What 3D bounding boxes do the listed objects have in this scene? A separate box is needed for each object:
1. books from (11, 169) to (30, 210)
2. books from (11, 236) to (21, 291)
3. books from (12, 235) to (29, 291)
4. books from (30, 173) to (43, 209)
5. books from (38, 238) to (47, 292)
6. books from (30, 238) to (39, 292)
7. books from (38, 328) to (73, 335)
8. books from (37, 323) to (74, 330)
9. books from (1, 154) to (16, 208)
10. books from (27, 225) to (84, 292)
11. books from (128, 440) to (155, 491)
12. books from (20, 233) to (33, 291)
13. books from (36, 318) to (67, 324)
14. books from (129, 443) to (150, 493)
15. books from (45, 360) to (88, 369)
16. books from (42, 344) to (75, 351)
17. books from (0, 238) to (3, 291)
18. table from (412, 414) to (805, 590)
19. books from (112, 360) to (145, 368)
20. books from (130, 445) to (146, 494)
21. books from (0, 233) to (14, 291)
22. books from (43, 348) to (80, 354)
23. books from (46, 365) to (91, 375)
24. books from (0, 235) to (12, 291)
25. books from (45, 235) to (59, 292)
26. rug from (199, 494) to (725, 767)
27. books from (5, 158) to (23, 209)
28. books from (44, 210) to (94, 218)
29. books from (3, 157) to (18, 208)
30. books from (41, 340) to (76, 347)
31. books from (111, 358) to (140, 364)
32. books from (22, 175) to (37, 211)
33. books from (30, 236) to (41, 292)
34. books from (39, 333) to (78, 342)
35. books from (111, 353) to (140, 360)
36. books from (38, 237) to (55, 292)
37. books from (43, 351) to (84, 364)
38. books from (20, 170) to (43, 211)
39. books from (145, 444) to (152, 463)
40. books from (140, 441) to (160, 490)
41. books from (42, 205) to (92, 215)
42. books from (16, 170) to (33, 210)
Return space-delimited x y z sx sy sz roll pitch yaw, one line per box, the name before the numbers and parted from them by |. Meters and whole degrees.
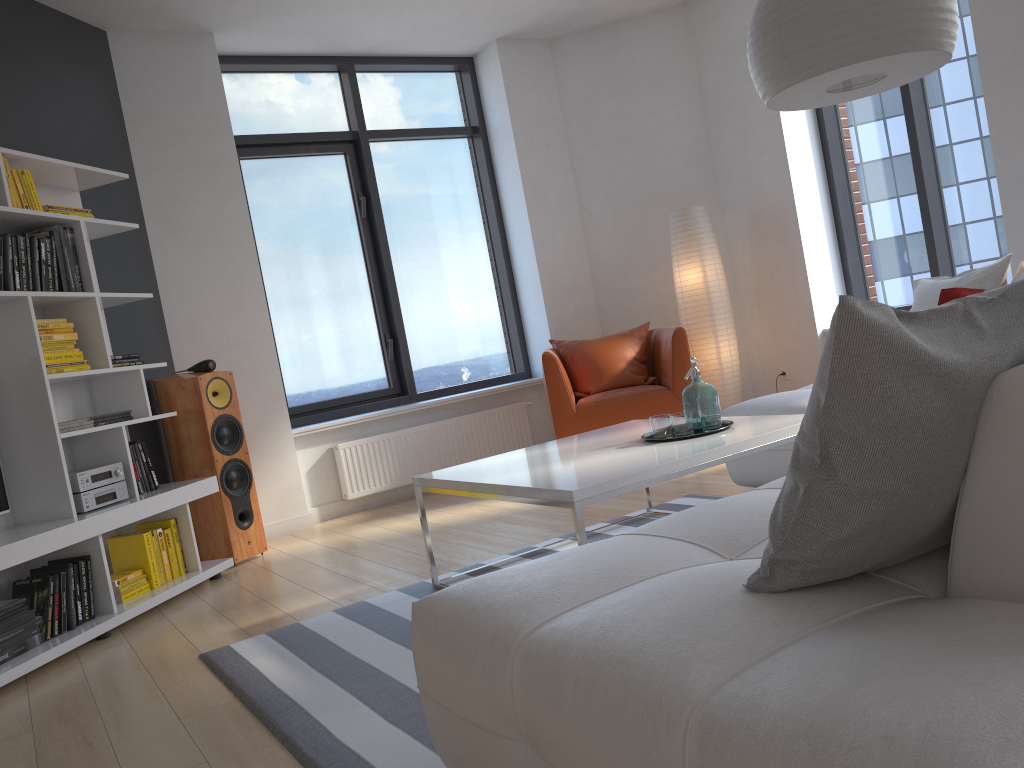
books | -2.138 -0.807 3.766 0.132 0.180 0.054 -10 3 15
books | -2.137 -0.478 3.694 0.179 0.243 0.068 -10 3 13
books | -2.133 -0.485 3.731 0.191 0.249 0.084 -10 3 15
books | -2.122 -0.816 3.849 0.142 0.184 0.044 -10 3 16
books | -2.094 -0.494 3.828 0.179 0.243 0.071 -10 3 14
books | -2.092 -0.489 3.778 0.172 0.242 0.069 -10 3 16
books | -2.081 -0.216 3.897 0.160 0.022 0.227 -9 3 30
books | -2.080 -0.241 3.903 0.163 0.023 0.223 -10 3 19
books | -2.157 -0.825 3.682 0.161 0.229 0.041 -10 3 14
books | -2.097 -0.534 4.001 0.259 0.321 0.128 -10 3 15
books | -1.830 0.404 4.243 0.193 0.255 0.066 -10 3 14
books | -2.126 -0.492 3.763 0.197 0.260 0.066 -10 3 15
books | -2.108 -0.259 3.899 0.163 0.023 0.223 -10 3 19
books | -1.825 0.410 4.212 0.169 0.242 0.050 -10 3 14
books | -2.039 -0.068 3.895 0.203 0.024 0.257 -10 3 18
books | -2.054 -0.145 3.881 0.145 0.023 0.217 -10 3 19
books | -2.149 -0.468 3.610 0.169 0.233 0.081 -10 3 14
table | 0.392 0.440 3.194 1.091 0.435 1.091 -12 3 -30
books | -1.896 -0.082 4.239 0.161 0.023 0.213 -10 3 18
books | -1.837 0.416 4.193 0.170 0.236 0.049 -10 3 15
books | -2.150 -0.481 3.669 0.192 0.254 0.075 -10 3 14
books | -2.068 -0.126 3.895 0.189 0.014 0.251 -10 3 18
books | -2.025 -0.045 3.897 0.194 0.028 0.257 -10 3 20
books | -2.130 -0.476 3.640 0.172 0.242 0.069 -10 3 16
books | -2.089 -0.505 3.901 0.197 0.260 0.066 -10 3 15
rug | 0.296 0.693 2.981 2.326 0.016 1.662 -12 3 -30
books | -2.170 -0.823 3.740 0.164 0.224 0.054 -10 3 14
books | -2.087 -0.752 4.064 0.194 0.028 0.257 -10 3 20
books | -2.169 -0.822 3.709 0.163 0.224 0.041 -10 3 13
books | -2.072 -0.163 3.896 0.171 0.019 0.239 -10 3 15
books | -1.902 -0.100 4.238 0.142 0.015 0.198 -10 3 13
books | -2.109 -0.804 3.799 0.108 0.161 0.046 -10 3 14
books | -2.113 -0.494 3.806 0.192 0.254 0.075 -10 3 14
books | -2.072 -0.190 3.904 0.176 0.033 0.239 -10 3 18
books | -1.919 -0.116 4.244 0.161 0.023 0.213 -10 3 18
books | -2.096 -0.498 3.868 0.191 0.249 0.084 -10 3 15
books | -2.049 -0.101 3.896 0.189 0.042 0.243 -10 3 15
books | -2.119 -0.815 3.825 0.141 0.184 0.064 -10 3 16
books | -1.836 0.412 4.311 0.179 0.233 0.077 -10 3 15
books | -1.814 0.405 4.270 0.177 0.242 0.066 -10 3 14
books | -2.101 -0.776 4.062 0.203 0.024 0.257 -10 3 18
books | -2.126 -0.809 3.784 0.128 0.178 0.044 -10 3 14
